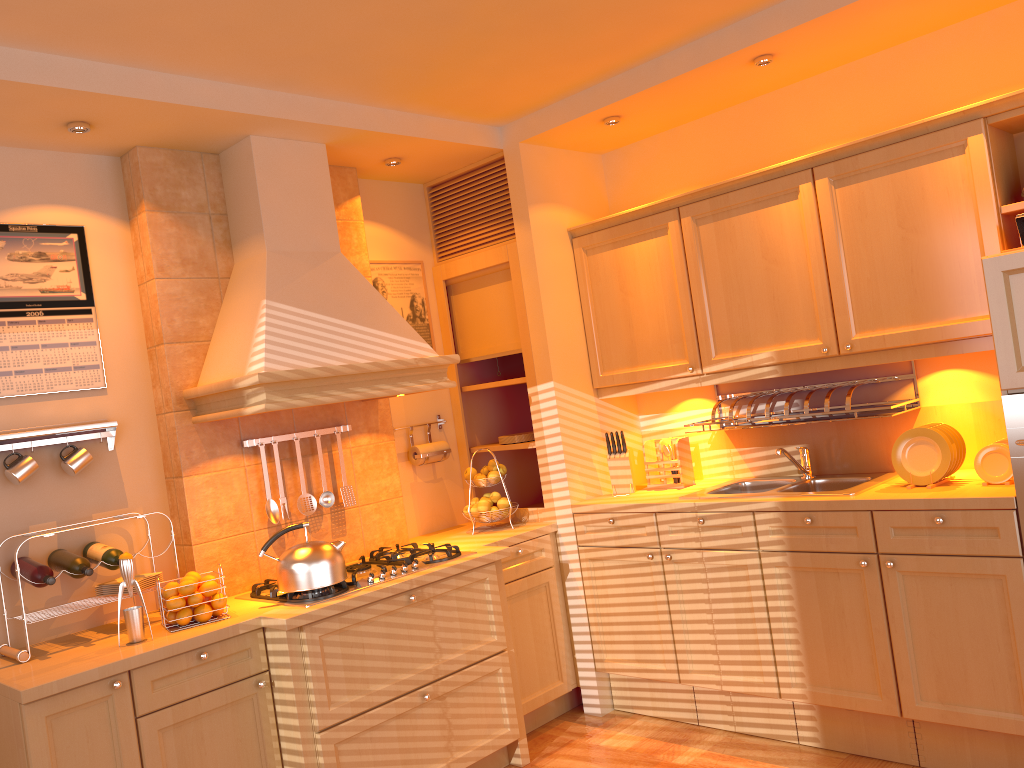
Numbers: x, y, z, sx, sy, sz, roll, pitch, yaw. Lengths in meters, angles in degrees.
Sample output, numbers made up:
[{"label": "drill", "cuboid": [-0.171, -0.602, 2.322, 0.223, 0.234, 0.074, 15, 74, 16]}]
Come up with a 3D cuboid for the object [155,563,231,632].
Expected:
[{"label": "object", "cuboid": [-1.086, 0.718, 3.011, 0.207, 0.174, 0.189, -8, -1, -31]}]

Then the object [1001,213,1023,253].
[{"label": "object", "cuboid": [1.742, -0.496, 2.703, 0.400, 0.123, 0.280, -9, -1, 45]}]

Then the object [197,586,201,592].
[{"label": "object", "cuboid": [-1.080, 0.725, 3.084, 0.053, 0.054, 0.061, -8, -1, -40]}]

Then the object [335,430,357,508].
[{"label": "object", "cuboid": [-0.706, 0.356, 3.733, 0.020, 0.323, 0.061, -9, -1, 44]}]

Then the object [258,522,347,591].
[{"label": "object", "cuboid": [-0.725, 0.598, 3.151, 0.242, 0.215, 0.251, -9, -1, 32]}]

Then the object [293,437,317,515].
[{"label": "object", "cuboid": [-0.846, 0.373, 3.591, 0.017, 0.320, 0.090, -9, -1, 44]}]

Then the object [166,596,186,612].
[{"label": "object", "cuboid": [-1.107, 0.724, 2.921, 0.063, 0.051, 0.053, -8, -1, -27]}]

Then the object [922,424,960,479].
[{"label": "object", "cuboid": [1.504, 0.247, 3.188, 0.049, 0.200, 0.205, -8, -1, -44]}]

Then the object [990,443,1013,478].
[{"label": "object", "cuboid": [1.635, 0.264, 2.983, 0.133, 0.129, 0.037, -9, -1, 44]}]

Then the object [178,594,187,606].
[{"label": "object", "cuboid": [-1.111, 0.723, 2.979, 0.051, 0.053, 0.064, -8, -1, 7]}]

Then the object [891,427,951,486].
[{"label": "object", "cuboid": [1.442, 0.255, 3.131, 0.049, 0.200, 0.205, -8, -1, -44]}]

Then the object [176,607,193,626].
[{"label": "object", "cuboid": [-1.084, 0.768, 2.932, 0.052, 0.057, 0.060, -8, -1, 6]}]

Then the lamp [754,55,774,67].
[{"label": "lamp", "cuboid": [0.945, -1.212, 3.329, 0.070, 0.021, 0.070, -8, -1, -6]}]

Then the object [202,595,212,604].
[{"label": "object", "cuboid": [-1.050, 0.732, 3.028, 0.062, 0.053, 0.051, -8, -1, 12]}]

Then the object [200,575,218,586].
[{"label": "object", "cuboid": [-1.042, 0.684, 3.052, 0.063, 0.053, 0.051, -8, -1, 17]}]

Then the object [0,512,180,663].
[{"label": "object", "cuboid": [-1.427, 0.663, 3.016, 0.221, 0.379, 0.572, -9, -1, 44]}]

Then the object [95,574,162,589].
[{"label": "object", "cuboid": [-1.333, 0.692, 3.092, 0.172, 0.011, 0.163, -8, -1, 13]}]

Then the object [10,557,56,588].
[{"label": "object", "cuboid": [-1.551, 0.614, 2.889, 0.282, 0.095, 0.076, -9, -1, 44]}]

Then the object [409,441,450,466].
[{"label": "object", "cuboid": [-0.393, 0.329, 4.233, 0.096, 0.094, 0.186, -9, -1, 45]}]

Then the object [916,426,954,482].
[{"label": "object", "cuboid": [1.463, 0.252, 3.150, 0.049, 0.200, 0.205, -8, -1, -44]}]

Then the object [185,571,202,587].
[{"label": "object", "cuboid": [-1.105, 0.679, 3.077, 0.059, 0.060, 0.050, -8, -1, 4]}]

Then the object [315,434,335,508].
[{"label": "object", "cuboid": [-0.793, 0.361, 3.671, 0.037, 0.309, 0.077, -9, -1, 44]}]

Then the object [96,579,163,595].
[{"label": "object", "cuboid": [-1.330, 0.711, 3.092, 0.172, 0.011, 0.163, -8, -1, 13]}]

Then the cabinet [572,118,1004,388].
[{"label": "cabinet", "cuboid": [1.079, -0.443, 3.661, 1.792, 0.712, 0.332, -9, -1, 44]}]

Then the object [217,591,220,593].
[{"label": "object", "cuboid": [-1.029, 0.733, 3.051, 0.051, 0.055, 0.061, -8, -1, -16]}]

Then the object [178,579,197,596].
[{"label": "object", "cuboid": [-1.078, 0.676, 2.944, 0.063, 0.051, 0.053, -8, -1, -38]}]

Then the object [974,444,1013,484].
[{"label": "object", "cuboid": [1.615, 0.267, 2.963, 0.133, 0.129, 0.037, -9, -1, 44]}]

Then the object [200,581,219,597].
[{"label": "object", "cuboid": [-1.022, 0.692, 2.996, 0.053, 0.052, 0.061, -8, -1, 17]}]

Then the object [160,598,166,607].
[{"label": "object", "cuboid": [-1.172, 0.735, 3.027, 0.053, 0.055, 0.060, -8, -1, -43]}]

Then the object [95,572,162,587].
[{"label": "object", "cuboid": [-1.334, 0.685, 3.092, 0.172, 0.011, 0.163, -8, -1, 13]}]

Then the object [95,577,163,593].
[{"label": "object", "cuboid": [-1.331, 0.705, 3.092, 0.172, 0.011, 0.163, -8, -1, 13]}]

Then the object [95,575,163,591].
[{"label": "object", "cuboid": [-1.332, 0.698, 3.092, 0.172, 0.011, 0.163, -8, -1, 13]}]

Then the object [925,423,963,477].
[{"label": "object", "cuboid": [1.524, 0.244, 3.207, 0.049, 0.200, 0.205, -8, -1, -44]}]

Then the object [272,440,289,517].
[{"label": "object", "cuboid": [-0.920, 0.383, 3.522, 0.006, 0.319, 0.028, -9, -1, 44]}]

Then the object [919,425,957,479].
[{"label": "object", "cuboid": [1.483, 0.250, 3.169, 0.049, 0.200, 0.205, -8, -1, -44]}]

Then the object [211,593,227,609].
[{"label": "object", "cuboid": [-0.990, 0.734, 2.993, 0.052, 0.054, 0.061, -8, -1, -19]}]

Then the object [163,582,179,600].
[{"label": "object", "cuboid": [-1.130, 0.687, 2.945, 0.057, 0.060, 0.052, -8, -1, -8]}]

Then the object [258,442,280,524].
[{"label": "object", "cuboid": [-0.953, 0.389, 3.472, 0.028, 0.323, 0.055, -9, -1, 44]}]

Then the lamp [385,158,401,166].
[{"label": "lamp", "cuboid": [-0.534, -0.994, 3.977, 0.070, 0.021, 0.070, -8, -1, 27]}]

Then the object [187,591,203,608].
[{"label": "object", "cuboid": [-1.058, 0.719, 2.959, 0.052, 0.053, 0.062, -8, -1, -24]}]

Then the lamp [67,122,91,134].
[{"label": "lamp", "cuboid": [-1.470, -0.868, 3.009, 0.070, 0.021, 0.070, -8, -1, 27]}]

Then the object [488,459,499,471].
[{"label": "object", "cuboid": [-0.087, 0.377, 4.099, 0.055, 0.059, 0.058, -8, -1, 0]}]

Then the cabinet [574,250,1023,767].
[{"label": "cabinet", "cuboid": [1.540, 0.458, 3.129, 3.000, 1.700, 0.625, -9, -1, 44]}]

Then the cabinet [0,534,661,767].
[{"label": "cabinet", "cuboid": [-0.322, 1.163, 3.466, 1.141, 0.840, 2.850, -9, -1, 44]}]

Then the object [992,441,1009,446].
[{"label": "object", "cuboid": [1.674, 0.259, 3.021, 0.133, 0.129, 0.037, -9, -1, 44]}]

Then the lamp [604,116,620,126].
[{"label": "lamp", "cuboid": [0.432, -1.134, 3.828, 0.070, 0.021, 0.070, -8, -1, 5]}]

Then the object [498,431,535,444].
[{"label": "object", "cuboid": [0.045, 0.266, 4.370, 0.222, 0.039, 0.222, -8, -1, -28]}]

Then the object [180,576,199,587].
[{"label": "object", "cuboid": [-1.093, 0.675, 3.002, 0.063, 0.053, 0.051, -8, -1, 6]}]

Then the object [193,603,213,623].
[{"label": "object", "cuboid": [-1.037, 0.768, 2.972, 0.074, 0.063, 0.064, -8, -1, 25]}]

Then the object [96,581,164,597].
[{"label": "object", "cuboid": [-1.329, 0.718, 3.092, 0.172, 0.011, 0.163, -8, -1, 13]}]

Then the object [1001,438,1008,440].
[{"label": "object", "cuboid": [1.732, 0.251, 3.079, 0.037, 0.129, 0.133, -8, -1, -44]}]

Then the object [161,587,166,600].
[{"label": "object", "cuboid": [-1.155, 0.704, 2.990, 0.053, 0.051, 0.063, -8, -1, -40]}]

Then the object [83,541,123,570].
[{"label": "object", "cuboid": [-1.390, 0.592, 3.055, 0.282, 0.095, 0.076, -9, -1, 44]}]

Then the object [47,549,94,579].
[{"label": "object", "cuboid": [-1.470, 0.603, 2.972, 0.282, 0.095, 0.076, -9, -1, 44]}]
